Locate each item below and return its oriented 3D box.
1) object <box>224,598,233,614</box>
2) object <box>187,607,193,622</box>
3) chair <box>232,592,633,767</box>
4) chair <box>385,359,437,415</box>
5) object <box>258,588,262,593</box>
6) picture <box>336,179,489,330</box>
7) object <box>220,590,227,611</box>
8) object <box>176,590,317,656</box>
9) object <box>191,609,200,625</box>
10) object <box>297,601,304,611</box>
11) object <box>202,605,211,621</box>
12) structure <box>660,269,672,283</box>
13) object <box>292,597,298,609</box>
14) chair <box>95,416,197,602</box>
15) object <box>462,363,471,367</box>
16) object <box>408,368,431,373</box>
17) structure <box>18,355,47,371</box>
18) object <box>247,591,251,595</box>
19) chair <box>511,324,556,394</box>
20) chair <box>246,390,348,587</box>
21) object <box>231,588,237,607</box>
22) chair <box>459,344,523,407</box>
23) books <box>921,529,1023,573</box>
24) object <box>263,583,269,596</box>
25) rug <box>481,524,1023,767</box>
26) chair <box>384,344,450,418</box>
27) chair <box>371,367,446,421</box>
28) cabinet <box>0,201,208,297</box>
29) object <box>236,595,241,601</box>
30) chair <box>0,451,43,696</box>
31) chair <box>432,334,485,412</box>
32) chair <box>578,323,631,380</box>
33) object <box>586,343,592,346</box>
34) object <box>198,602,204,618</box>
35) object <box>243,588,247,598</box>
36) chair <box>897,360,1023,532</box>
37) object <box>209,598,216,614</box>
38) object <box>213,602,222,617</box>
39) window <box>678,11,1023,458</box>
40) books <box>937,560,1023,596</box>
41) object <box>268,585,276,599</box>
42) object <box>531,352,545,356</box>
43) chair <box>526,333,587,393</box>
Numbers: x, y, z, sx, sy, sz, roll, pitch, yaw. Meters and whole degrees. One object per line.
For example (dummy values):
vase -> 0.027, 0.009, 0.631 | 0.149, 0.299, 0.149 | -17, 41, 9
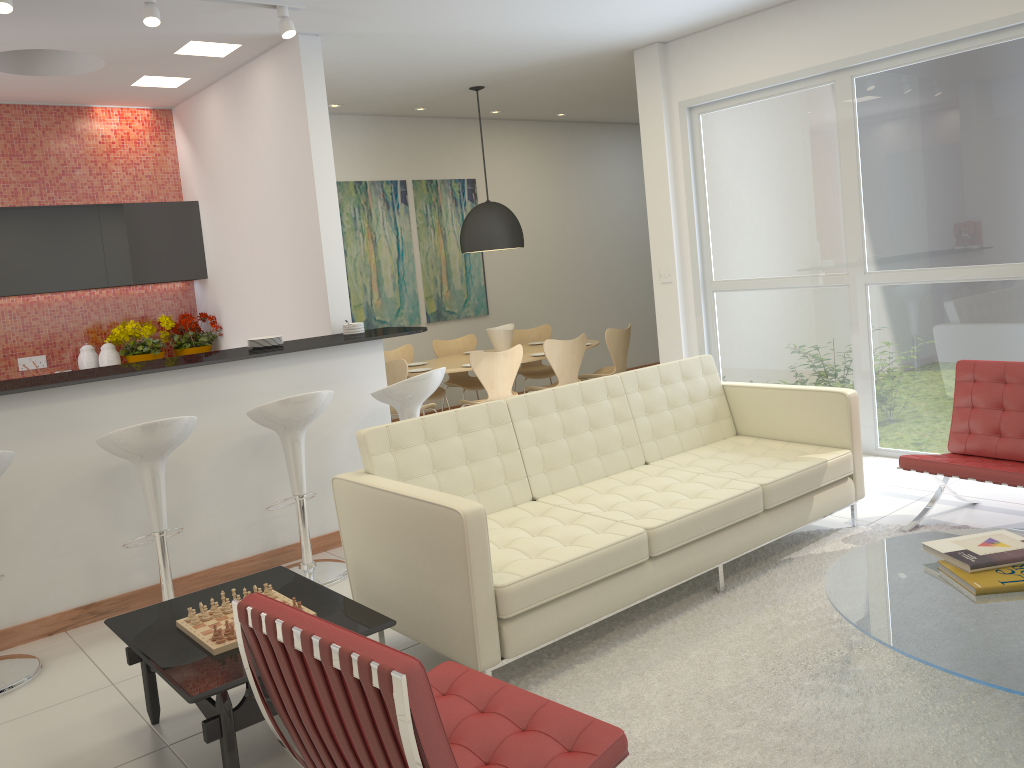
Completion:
object -> -1.005, 0.783, 3.133 | 0.030, 0.049, 0.030 | -9, 6, -31
object -> -1.122, 0.803, 3.089 | 0.030, 0.044, 0.030 | -9, 6, -31
chair -> -0.200, 0.893, 2.186 | 0.710, 0.813, 0.700 | -11, 8, -43
chair -> -0.908, 0.214, 7.380 | 0.521, 0.902, 0.519 | -2, 6, 35
object -> -0.912, 0.764, 3.207 | 0.030, 0.049, 0.030 | -9, 6, -31
picture -> -1.003, -1.375, 9.253 | 1.747, 1.500, 0.020 | -11, 7, -38
object -> -1.031, 0.771, 3.163 | 0.030, 0.069, 0.030 | -9, 6, -31
object -> -0.923, 0.818, 3.070 | 0.362, 0.021, 0.360 | -12, 10, -38
object -> -1.097, 0.802, 3.058 | 0.030, 0.049, 0.030 | -9, 6, -31
object -> -0.730, 0.771, 3.046 | 0.030, 0.044, 0.030 | -9, 6, -31
object -> -1.066, 0.796, 3.083 | 0.030, 0.049, 0.030 | -9, 6, -31
structure -> 1.250, -0.879, 7.208 | 0.013, 0.104, 0.114 | -9, 7, -38
object -> -0.755, 0.766, 3.077 | 0.030, 0.049, 0.030 | -9, 6, -31
chair -> -1.696, 0.657, 4.256 | 0.458, 1.016, 0.465 | -8, 6, -27
object -> -0.327, -0.163, 7.616 | 0.210, 0.015, 0.211 | -7, 8, -12
object -> -0.796, -0.115, 7.600 | 0.210, 0.015, 0.211 | -8, 8, -16
structure -> -3.794, -0.166, 7.005 | 0.199, 0.098, 0.016 | -11, 7, -38
object -> -0.943, 0.770, 3.182 | 0.030, 0.049, 0.030 | -9, 6, -31
chair -> 0.247, -0.129, 9.069 | 0.522, 0.902, 0.517 | -7, 5, -14
chair -> -1.131, 0.540, 4.711 | 0.458, 1.016, 0.465 | -8, 6, -27
object -> -0.999, 0.768, 3.188 | 0.030, 0.064, 0.030 | -9, 6, -31
chair -> -0.177, 0.139, 7.410 | 0.523, 0.902, 0.516 | -9, 6, -31
books -> 1.615, 0.565, 3.005 | 0.324, 0.026, 0.257 | -7, 8, -9
object -> -0.906, 0.758, 3.264 | 0.030, 0.044, 0.030 | -9, 6, -31
rug -> 1.258, 1.007, 3.293 | 3.344, 0.004, 2.445 | -11, 10, -37
chair -> -0.888, 0.101, 8.191 | 0.515, 0.902, 0.524 | -2, 6, 31
chair -> -0.567, 0.422, 5.170 | 0.464, 1.016, 0.459 | -2, 6, 37
cabinet -> -3.976, -0.973, 6.644 | 3.259, 0.656, 0.352 | -12, 8, -38
object -> -0.974, 0.777, 3.158 | 0.030, 0.049, 0.030 | -9, 6, -31
chair -> -2.309, 0.784, 3.761 | 0.458, 1.016, 0.465 | -8, 6, -27
chair -> -0.434, -0.009, 8.676 | 0.523, 0.902, 0.516 | -9, 6, -34
chair -> 0.885, -0.092, 8.340 | 0.515, 0.902, 0.524 | -2, 6, 35
object -> 0.654, -0.370, 8.436 | 0.210, 0.015, 0.211 | -3, 8, 16
object -> -1.092, 0.793, 3.114 | 0.030, 0.052, 0.030 | -1, 7, 44
object -> -0.968, 0.766, 3.213 | 0.030, 0.054, 0.030 | -9, 6, -31
chair -> 2.441, 0.331, 4.417 | 0.709, 0.813, 0.701 | -9, 7, -33
object -> -1.061, 0.785, 3.139 | 0.030, 0.054, 0.030 | -9, 6, -31
object -> -1.035, 0.789, 3.108 | 0.030, 0.049, 0.030 | -9, 6, -31
window -> 2.569, -0.826, 5.819 | 0.122, 2.701, 3.435 | -9, 7, -38
books -> 1.598, 0.613, 2.864 | 0.323, 0.026, 0.257 | -5, 8, 1
object -> -0.881, 0.757, 3.232 | 0.030, 0.049, 0.030 | -9, 6, -31
object -> 0.269, -0.264, 7.935 | 0.210, 0.015, 0.211 | -5, 8, 8
chair -> 0.395, 0.025, 7.835 | 0.524, 0.902, 0.516 | -10, 7, -38
